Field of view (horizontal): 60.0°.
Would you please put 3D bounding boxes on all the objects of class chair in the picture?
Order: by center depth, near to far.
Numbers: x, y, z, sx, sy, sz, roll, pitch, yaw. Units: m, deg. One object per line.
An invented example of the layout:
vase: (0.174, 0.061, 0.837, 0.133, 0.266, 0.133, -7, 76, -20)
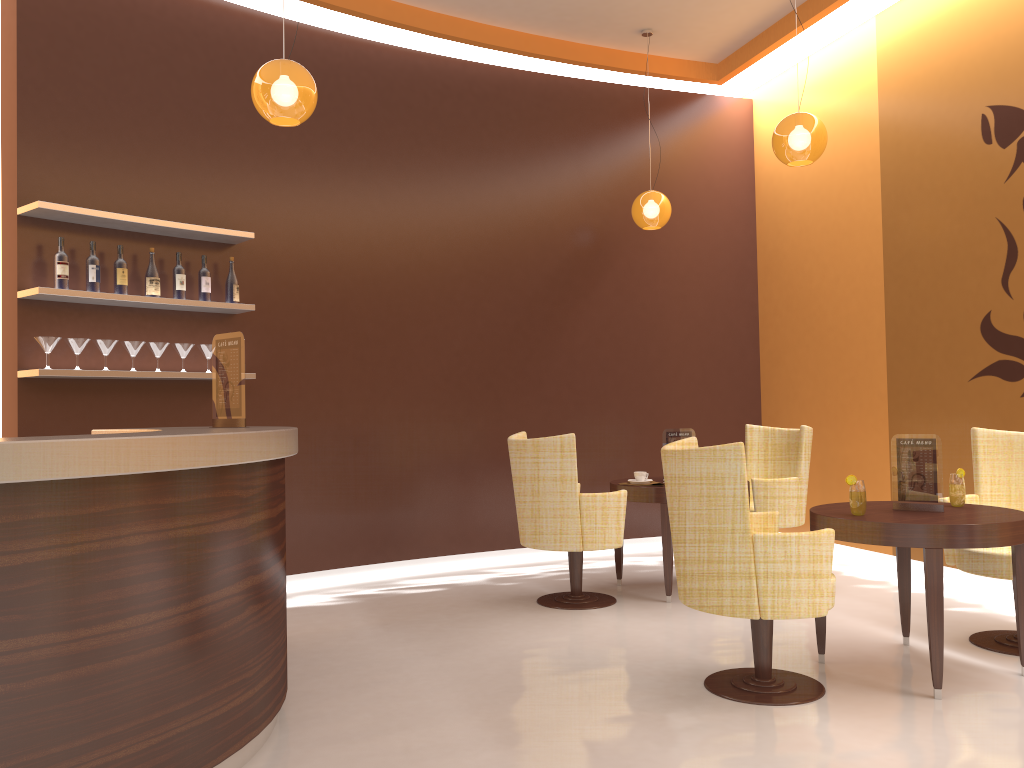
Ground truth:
chair: (0.972, 0.733, 3.644, 0.685, 1.017, 0.729, -1, -2, -1)
chair: (2.463, 0.721, 4.223, 0.685, 1.017, 0.729, 0, -2, -30)
chair: (0.333, 0.795, 5.315, 0.685, 1.017, 0.729, 0, -2, -21)
chair: (1.713, 0.792, 6.119, 0.685, 1.017, 0.729, -1, -2, -19)

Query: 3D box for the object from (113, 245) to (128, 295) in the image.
object: (-2.210, -0.635, 5.008, 0.073, 0.297, 0.073, 0, -2, -21)

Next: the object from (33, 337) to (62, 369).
object: (-2.459, -0.158, 4.697, 0.137, 0.174, 0.137, -2, -2, 37)

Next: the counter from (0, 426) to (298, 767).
counter: (-1.655, 0.718, 2.833, 1.586, 1.100, 2.917, -2, -2, 27)

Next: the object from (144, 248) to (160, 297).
object: (-2.090, -0.639, 5.152, 0.086, 0.303, 0.086, 0, -2, -35)

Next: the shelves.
shelves: (-2.948, -0.511, 3.592, 0.586, 0.902, 4.744, -2, -2, 29)

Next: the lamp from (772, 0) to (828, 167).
lamp: (1.598, -1.983, 4.985, 0.299, 1.500, 0.299, -2, -2, 25)

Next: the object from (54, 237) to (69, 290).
object: (-2.416, -0.639, 4.754, 0.073, 0.297, 0.073, -2, -2, 20)

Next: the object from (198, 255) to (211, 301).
object: (-1.863, -0.631, 5.374, 0.073, 0.297, 0.073, -2, -2, 20)

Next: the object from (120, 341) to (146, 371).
object: (-2.157, -0.152, 5.049, 0.137, 0.174, 0.137, 0, -2, -43)

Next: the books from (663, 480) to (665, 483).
books: (1.151, 0.594, 5.396, 0.367, 0.035, 0.345, 0, -2, -28)

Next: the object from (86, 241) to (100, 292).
object: (-2.309, -0.637, 4.888, 0.073, 0.297, 0.073, -2, -2, 20)

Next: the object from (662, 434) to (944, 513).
object: (1.445, 0.419, 4.767, 0.187, 0.335, 2.090, 0, -2, -22)

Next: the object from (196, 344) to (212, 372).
object: (-1.842, -0.148, 5.380, 0.137, 0.174, 0.137, -1, -2, 7)

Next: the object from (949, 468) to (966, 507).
object: (2.012, 0.468, 4.009, 0.067, 0.171, 0.072, -2, -2, 29)

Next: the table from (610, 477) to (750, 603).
table: (1.066, 0.959, 5.630, 0.872, 0.679, 0.874, -2, -2, 18)

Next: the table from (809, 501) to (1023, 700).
table: (1.761, 0.893, 3.847, 0.872, 0.679, 0.874, -2, -2, 13)

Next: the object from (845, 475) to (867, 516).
object: (1.465, 0.471, 3.762, 0.072, 0.171, 0.067, 0, -2, -36)

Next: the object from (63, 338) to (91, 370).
object: (-2.360, -0.157, 4.816, 0.137, 0.174, 0.137, -2, -2, 37)

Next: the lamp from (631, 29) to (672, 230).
lamp: (1.038, -1.921, 6.695, 0.299, 1.500, 0.299, -1, -2, -18)

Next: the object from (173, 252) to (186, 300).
object: (-1.975, -0.632, 5.261, 0.073, 0.297, 0.073, -2, -2, 20)

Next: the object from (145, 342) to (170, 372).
object: (-2.060, -0.151, 5.159, 0.137, 0.174, 0.137, 0, -2, -43)

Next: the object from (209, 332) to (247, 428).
object: (-1.240, -0.016, 3.879, 0.258, 0.414, 0.052, -3, -2, 41)

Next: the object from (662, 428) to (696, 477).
object: (1.075, 0.454, 5.692, 0.209, 0.335, 0.042, -1, -2, 5)

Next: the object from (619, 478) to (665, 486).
object: (0.780, 0.611, 5.498, 0.239, 0.021, 0.464, -1, -2, -4)

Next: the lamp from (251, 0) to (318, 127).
lamp: (-1.062, -1.957, 4.112, 0.299, 1.500, 0.299, -1, -2, 0)

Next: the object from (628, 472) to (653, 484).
object: (0.796, 0.582, 5.508, 0.153, 0.069, 0.153, -1, -2, 8)

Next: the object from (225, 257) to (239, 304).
object: (-1.736, -0.635, 5.497, 0.086, 0.303, 0.086, -1, -2, -4)

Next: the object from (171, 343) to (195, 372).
object: (-1.953, -0.150, 5.270, 0.137, 0.174, 0.137, 0, -2, -43)

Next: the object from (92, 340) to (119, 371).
object: (-2.261, -0.155, 4.936, 0.137, 0.174, 0.137, 0, -2, -43)
